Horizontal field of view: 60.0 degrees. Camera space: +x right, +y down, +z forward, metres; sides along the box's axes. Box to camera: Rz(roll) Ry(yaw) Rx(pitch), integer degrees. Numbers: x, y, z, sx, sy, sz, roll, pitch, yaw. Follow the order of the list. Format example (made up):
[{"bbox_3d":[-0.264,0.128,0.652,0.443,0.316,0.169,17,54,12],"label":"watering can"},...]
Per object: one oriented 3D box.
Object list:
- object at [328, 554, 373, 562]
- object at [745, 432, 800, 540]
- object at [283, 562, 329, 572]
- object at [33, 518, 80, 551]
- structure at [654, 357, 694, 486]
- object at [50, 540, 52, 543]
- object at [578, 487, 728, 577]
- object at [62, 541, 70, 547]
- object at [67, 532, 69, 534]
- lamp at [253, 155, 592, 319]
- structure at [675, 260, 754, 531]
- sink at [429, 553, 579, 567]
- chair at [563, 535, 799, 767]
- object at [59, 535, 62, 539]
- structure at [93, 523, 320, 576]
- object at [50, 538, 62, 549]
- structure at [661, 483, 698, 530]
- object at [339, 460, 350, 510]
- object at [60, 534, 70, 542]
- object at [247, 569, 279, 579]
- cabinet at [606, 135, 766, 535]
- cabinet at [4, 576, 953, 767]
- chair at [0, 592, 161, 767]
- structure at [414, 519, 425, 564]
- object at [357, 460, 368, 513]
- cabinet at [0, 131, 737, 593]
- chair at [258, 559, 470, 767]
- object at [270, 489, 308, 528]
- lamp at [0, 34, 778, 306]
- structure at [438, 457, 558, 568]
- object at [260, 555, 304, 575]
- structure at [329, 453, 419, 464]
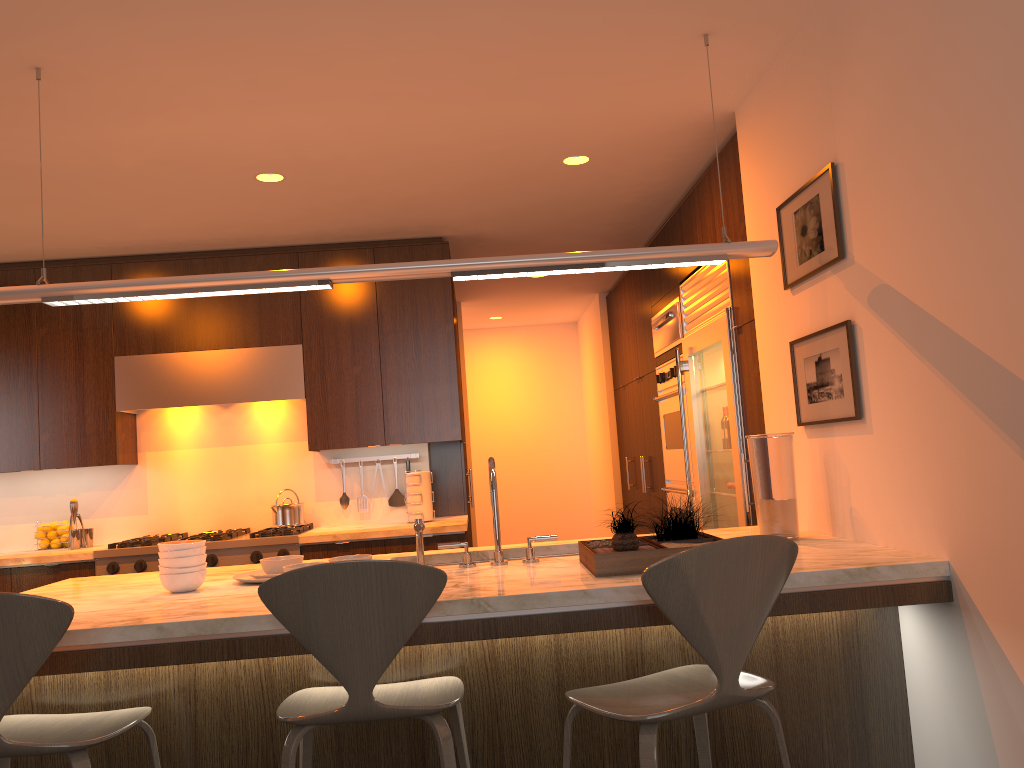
[{"bbox_3d":[-0.503,0.571,2.770,0.139,0.059,0.138,-6,-5,23],"label":"object"},{"bbox_3d":[0.872,0.341,2.944,0.159,0.349,0.159,-1,-6,-29],"label":"object"},{"bbox_3d":[-0.609,0.567,2.636,0.139,0.059,0.138,-6,-5,23],"label":"object"},{"bbox_3d":[-2.655,0.873,5.178,0.207,0.175,0.189,-4,-5,-5],"label":"object"},{"bbox_3d":[1.281,0.491,5.243,0.687,1.294,0.743,-4,-5,-3],"label":"structure"},{"bbox_3d":[-2.656,0.922,5.157,0.052,0.060,0.057,-8,-6,36],"label":"object"},{"bbox_3d":[0.453,0.402,2.606,0.497,0.231,0.503,-4,-5,-2],"label":"object"},{"bbox_3d":[-2.586,0.924,5.156,0.063,0.053,0.051,-8,-6,38],"label":"object"},{"bbox_3d":[-2.587,0.891,5.188,0.051,0.055,0.061,-5,-5,10],"label":"object"},{"bbox_3d":[-7.881,-0.432,5.230,16.431,0.171,5.868,-4,-5,-3],"label":"lamp"},{"bbox_3d":[1.294,0.457,4.381,0.687,2.129,0.915,-4,-5,-3],"label":"structure"},{"bbox_3d":[-0.043,0.720,3.074,0.813,0.176,0.457,-4,-5,-3],"label":"sink"},{"bbox_3d":[0.404,0.867,2.033,0.520,1.047,0.506,-2,-5,-28],"label":"chair"},{"bbox_3d":[-2.617,0.888,5.177,0.062,0.053,0.051,-8,-6,38],"label":"object"},{"bbox_3d":[-1.682,0.866,5.066,1.067,0.422,0.824,-4,-5,-3],"label":"structure"},{"bbox_3d":[-2.632,0.923,5.121,0.064,0.063,0.074,0,-6,-39],"label":"object"},{"bbox_3d":[0.996,0.865,5.199,0.064,0.544,0.710,-4,-5,-3],"label":"structure"},{"bbox_3d":[-1.017,0.611,5.360,0.061,0.296,0.020,-4,-5,-4],"label":"object"},{"bbox_3d":[-2.578,0.892,5.119,0.052,0.054,0.061,-5,-5,7],"label":"object"},{"bbox_3d":[-0.737,0.610,2.849,0.217,0.025,0.216,-5,-5,14],"label":"object"},{"bbox_3d":[1.273,0.345,5.491,0.690,2.540,3.924,-4,-5,-3],"label":"cabinet"},{"bbox_3d":[-0.258,1.059,2.737,2.713,0.876,1.281,-4,-5,-3],"label":"cabinet"},{"bbox_3d":[-1.122,0.981,2.076,0.520,1.047,0.506,-4,-5,2],"label":"chair"},{"bbox_3d":[-0.290,0.506,2.791,0.050,0.161,0.067,-4,-5,-3],"label":"structure"},{"bbox_3d":[-0.909,0.619,5.367,0.066,0.314,0.004,-4,-5,-3],"label":"object"},{"bbox_3d":[-1.074,0.116,3.505,5.521,2.997,7.728,-4,-5,-3],"label":"cabinet"},{"bbox_3d":[-0.334,0.930,2.153,0.520,1.047,0.506,-4,-5,-3],"label":"chair"},{"bbox_3d":[-1.323,0.727,5.233,0.221,0.218,0.221,-3,-5,-18],"label":"object"},{"bbox_3d":[-0.408,-0.702,2.851,2.465,0.765,0.120,-4,-5,-3],"label":"lamp"},{"bbox_3d":[-0.030,0.402,2.844,0.310,0.341,0.321,-7,-6,35],"label":"structure"},{"bbox_3d":[-0.738,0.589,2.850,0.139,0.059,0.138,-6,-5,23],"label":"object"},{"bbox_3d":[-0.837,0.454,5.390,0.541,0.031,0.048,-4,-5,1],"label":"structure"}]
